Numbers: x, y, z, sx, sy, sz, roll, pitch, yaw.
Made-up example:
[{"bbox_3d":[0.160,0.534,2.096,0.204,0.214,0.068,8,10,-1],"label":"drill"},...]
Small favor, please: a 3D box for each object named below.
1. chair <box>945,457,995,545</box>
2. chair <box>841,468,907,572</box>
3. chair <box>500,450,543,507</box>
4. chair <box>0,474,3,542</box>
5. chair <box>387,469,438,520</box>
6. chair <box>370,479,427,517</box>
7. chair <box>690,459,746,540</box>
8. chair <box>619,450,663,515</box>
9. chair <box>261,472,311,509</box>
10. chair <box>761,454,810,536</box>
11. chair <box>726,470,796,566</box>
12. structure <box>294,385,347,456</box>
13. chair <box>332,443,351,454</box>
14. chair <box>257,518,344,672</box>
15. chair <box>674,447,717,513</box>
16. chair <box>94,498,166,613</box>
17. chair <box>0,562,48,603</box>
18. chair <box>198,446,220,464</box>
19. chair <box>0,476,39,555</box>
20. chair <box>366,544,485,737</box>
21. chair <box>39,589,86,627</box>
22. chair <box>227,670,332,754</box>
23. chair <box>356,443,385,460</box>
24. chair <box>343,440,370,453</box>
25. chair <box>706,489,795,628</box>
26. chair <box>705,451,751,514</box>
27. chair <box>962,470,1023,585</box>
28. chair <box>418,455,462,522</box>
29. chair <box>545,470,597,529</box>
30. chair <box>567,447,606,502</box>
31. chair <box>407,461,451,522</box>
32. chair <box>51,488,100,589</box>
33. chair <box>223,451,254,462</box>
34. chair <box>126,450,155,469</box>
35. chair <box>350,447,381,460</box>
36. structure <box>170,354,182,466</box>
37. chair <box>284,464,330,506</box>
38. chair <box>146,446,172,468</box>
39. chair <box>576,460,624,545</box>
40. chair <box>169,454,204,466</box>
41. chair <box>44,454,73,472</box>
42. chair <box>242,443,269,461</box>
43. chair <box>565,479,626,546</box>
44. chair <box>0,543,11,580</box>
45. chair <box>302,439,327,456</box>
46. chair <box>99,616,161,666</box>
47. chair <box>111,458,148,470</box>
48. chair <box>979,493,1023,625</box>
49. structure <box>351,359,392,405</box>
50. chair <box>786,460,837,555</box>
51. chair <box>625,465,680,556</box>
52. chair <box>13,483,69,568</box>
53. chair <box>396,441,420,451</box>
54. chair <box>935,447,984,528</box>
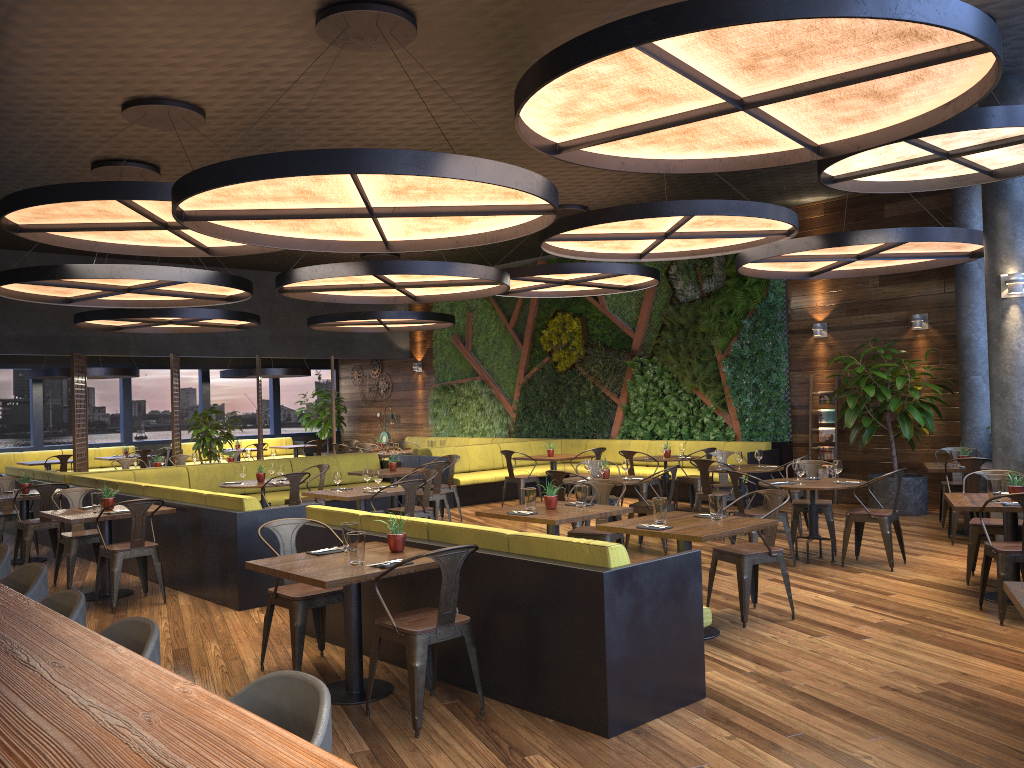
[{"bbox_3d":[4.856,1.216,9.362,0.504,0.917,0.541,-2,-1,22],"label":"chair"},{"bbox_3d":[3.407,1.239,8.291,0.541,0.917,0.504,-3,-1,38],"label":"chair"},{"bbox_3d":[0.119,1.434,13.316,0.541,0.917,0.504,-1,-1,-42],"label":"chair"},{"bbox_3d":[-6.921,1.611,11.533,0.504,0.917,0.541,-1,-1,-42],"label":"chair"},{"bbox_3d":[-1.075,1.399,9.646,0.541,0.917,0.504,-1,-1,-42],"label":"chair"},{"bbox_3d":[-1.108,1.381,8.665,0.504,0.917,0.541,-1,-1,-42],"label":"chair"},{"bbox_3d":[2.363,1.309,10.279,0.541,0.917,0.504,-1,-1,-42],"label":"chair"},{"bbox_3d":[1.787,1.366,12.369,0.541,0.917,0.504,-1,-1,-42],"label":"chair"},{"bbox_3d":[-2.575,1.453,10.117,0.504,0.917,0.541,-1,-1,-42],"label":"chair"},{"bbox_3d":[3.232,1.285,10.412,0.541,0.917,0.504,-2,-1,29],"label":"chair"},{"bbox_3d":[2.359,1.275,8.533,0.541,0.917,0.504,-1,-1,-13],"label":"chair"},{"bbox_3d":[-4.657,1.116,22.137,1.493,2.184,1.272,-1,-2,-43],"label":"structure"},{"bbox_3d":[-3.250,1.615,17.465,0.541,0.917,0.504,-1,-1,-42],"label":"chair"},{"bbox_3d":[-1.301,1.327,5.582,0.504,0.917,0.541,-1,-1,-42],"label":"chair"},{"bbox_3d":[2.588,1.343,12.400,0.504,0.917,0.541,-1,-1,-42],"label":"chair"},{"bbox_3d":[-3.254,1.424,7.566,0.504,0.917,0.541,-1,-1,-42],"label":"chair"},{"bbox_3d":[-2.006,1.241,3.377,0.438,1.048,0.483,-1,-1,-14],"label":"chair"},{"bbox_3d":[-6.462,1.740,18.942,0.541,0.917,0.504,-1,-1,-42],"label":"chair"},{"bbox_3d":[-5.914,1.560,10.475,0.504,0.917,0.541,-1,-1,-42],"label":"chair"},{"bbox_3d":[-0.446,1.284,4.654,0.504,0.917,0.541,-1,-1,-42],"label":"chair"},{"bbox_3d":[-1.599,1.218,2.823,0.483,1.048,0.438,-2,-1,19],"label":"chair"},{"bbox_3d":[-0.595,1.169,1.818,0.483,1.048,0.438,-2,-1,19],"label":"chair"},{"bbox_3d":[-2.627,1.581,16.646,0.504,0.917,0.541,-1,-1,-42],"label":"chair"},{"bbox_3d":[-3.221,1.635,18.507,0.504,0.917,0.541,-1,-1,-42],"label":"chair"},{"bbox_3d":[1.769,1.254,6.539,0.541,0.917,0.504,-1,-1,-24],"label":"chair"},{"bbox_3d":[2.720,1.315,11.165,0.504,0.917,0.541,-2,-1,-3],"label":"chair"},{"bbox_3d":[4.090,1.203,7.479,0.504,0.917,0.541,-2,-1,32],"label":"chair"},{"bbox_3d":[-0.983,1.446,12.196,0.541,0.917,0.504,-1,-1,-42],"label":"chair"},{"bbox_3d":[0.647,1.341,9.279,0.541,0.917,0.504,-1,-1,-42],"label":"chair"},{"bbox_3d":[1.140,1.403,13.274,0.504,0.917,0.541,-1,-1,-42],"label":"chair"},{"bbox_3d":[-1.056,1.430,11.248,0.504,0.917,0.541,-1,-1,-42],"label":"chair"},{"bbox_3d":[-4.097,1.467,8.481,0.504,0.917,0.541,-1,-1,-42],"label":"chair"},{"bbox_3d":[-4.639,1.612,15.117,0.504,0.917,0.541,-1,-1,-42],"label":"chair"},{"bbox_3d":[-7.223,1.730,17.223,0.504,0.917,0.541,-1,-1,-42],"label":"chair"},{"bbox_3d":[-2.563,1.560,15.674,0.541,0.917,0.504,-1,-1,-42],"label":"chair"},{"bbox_3d":[-6.322,0.803,16.709,0.050,2.700,0.852,-1,-1,-13],"label":"structure"},{"bbox_3d":[-2.533,1.469,10.999,0.541,0.917,0.504,-1,-1,-42],"label":"chair"},{"bbox_3d":[-7.241,1.748,18.140,0.541,0.917,0.504,-1,-1,-42],"label":"chair"},{"bbox_3d":[1.004,1.347,10.165,0.504,0.917,0.541,-2,-1,-3],"label":"chair"},{"bbox_3d":[-5.301,1.620,14.506,0.504,0.917,0.541,-1,-1,-42],"label":"chair"},{"bbox_3d":[-8.274,1.742,16.254,0.504,0.917,0.541,-1,-1,-42],"label":"chair"},{"bbox_3d":[-5.456,1.708,18.853,0.504,0.917,0.541,-1,-1,-42],"label":"chair"},{"bbox_3d":[0.730,1.308,7.699,0.504,0.917,0.541,-2,-1,25],"label":"chair"},{"bbox_3d":[-2.468,1.266,3.939,0.438,1.048,0.483,-1,-1,-23],"label":"chair"},{"bbox_3d":[-4.405,1.696,19.823,0.504,0.917,0.541,-1,-1,-42],"label":"chair"},{"bbox_3d":[-1.185,1.197,2.393,0.483,1.048,0.438,-2,-1,19],"label":"chair"},{"bbox_3d":[-5.968,1.628,13.892,0.504,0.917,0.541,-1,-1,-42],"label":"chair"},{"bbox_3d":[3.595,1.194,6.242,0.504,0.917,0.541,-2,-1,11],"label":"chair"},{"bbox_3d":[-3.537,-0.079,22.079,0.058,1.178,1.791,-1,-2,-43],"label":"structure"},{"bbox_3d":[3.113,1.265,9.200,0.504,0.917,0.541,-2,-1,20],"label":"chair"},{"bbox_3d":[1.516,1.317,9.412,0.541,0.917,0.504,-2,-1,29],"label":"chair"},{"bbox_3d":[-5.070,1.517,9.559,0.504,0.917,0.541,-1,-1,-42],"label":"chair"},{"bbox_3d":[-1.989,1.573,17.235,0.504,0.917,0.541,-1,-1,-42],"label":"chair"},{"bbox_3d":[5.348,1.225,10.598,0.504,0.917,0.541,-2,-1,22],"label":"chair"}]
